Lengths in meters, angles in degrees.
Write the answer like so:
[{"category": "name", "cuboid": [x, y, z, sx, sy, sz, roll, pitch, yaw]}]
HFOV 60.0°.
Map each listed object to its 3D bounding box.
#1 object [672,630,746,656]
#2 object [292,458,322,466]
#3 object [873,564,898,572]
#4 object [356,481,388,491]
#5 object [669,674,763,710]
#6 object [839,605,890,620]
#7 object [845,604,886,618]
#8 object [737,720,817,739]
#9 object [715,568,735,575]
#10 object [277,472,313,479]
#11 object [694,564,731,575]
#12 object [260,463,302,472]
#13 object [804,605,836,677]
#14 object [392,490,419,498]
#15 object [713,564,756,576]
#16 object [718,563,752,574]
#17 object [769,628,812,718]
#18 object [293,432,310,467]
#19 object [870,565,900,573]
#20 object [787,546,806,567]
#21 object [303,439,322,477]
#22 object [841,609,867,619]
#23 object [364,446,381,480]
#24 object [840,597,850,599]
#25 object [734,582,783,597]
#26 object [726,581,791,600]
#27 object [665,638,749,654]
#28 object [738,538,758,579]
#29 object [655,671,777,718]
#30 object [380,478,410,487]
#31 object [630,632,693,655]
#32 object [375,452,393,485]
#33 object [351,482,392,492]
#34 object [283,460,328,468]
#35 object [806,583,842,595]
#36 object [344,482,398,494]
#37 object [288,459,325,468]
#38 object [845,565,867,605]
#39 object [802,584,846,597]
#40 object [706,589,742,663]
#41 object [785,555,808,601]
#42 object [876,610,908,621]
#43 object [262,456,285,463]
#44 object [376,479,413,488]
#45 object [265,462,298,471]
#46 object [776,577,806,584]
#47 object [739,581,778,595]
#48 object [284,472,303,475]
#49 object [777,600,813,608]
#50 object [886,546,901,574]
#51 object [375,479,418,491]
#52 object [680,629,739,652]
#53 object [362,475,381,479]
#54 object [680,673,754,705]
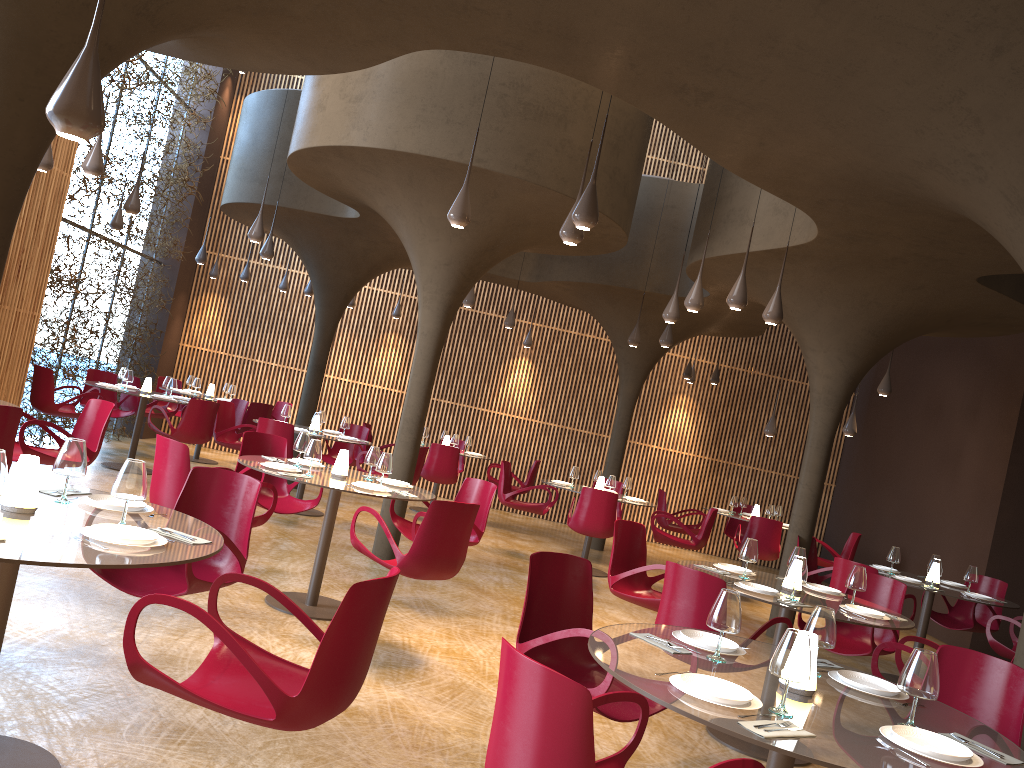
[{"category": "object", "cuboid": [0.881, 1.165, 3.974, 0.331, 0.014, 0.332, 12, -2, 17]}, {"category": "object", "cuboid": [-1.829, 0.701, 7.896, 0.264, 0.029, 0.262, 13, -2, -31]}, {"category": "object", "cuboid": [4.187, 2.073, 9.955, 0.262, 0.029, 0.264, 11, -2, 27]}, {"category": "object", "cuboid": [-1.127, 0.827, 7.134, 0.264, 0.029, 0.262, 14, -2, -37]}, {"category": "object", "cuboid": [0.726, 1.104, 3.169, 0.332, 0.014, 0.331, 13, -2, -19]}, {"category": "object", "cuboid": [2.411, 1.567, 6.064, 0.331, 0.014, 0.332, 11, -2, 23]}, {"category": "object", "cuboid": [2.413, 1.557, 6.064, 0.262, 0.029, 0.263, 12, -2, 20]}, {"category": "object", "cuboid": [0.867, 1.133, 2.904, 0.262, 0.017, 0.126, 13, -2, -32]}, {"category": "object", "cuboid": [1.729, 1.448, 6.885, 0.204, 0.012, 0.412, 11, -2, 40]}, {"category": "object", "cuboid": [-1.693, 0.714, 6.907, 0.262, 0.017, 0.126, 14, -2, -39]}, {"category": "object", "cuboid": [1.508, 1.399, 6.676, 0.261, 0.017, 0.127, 10, -3, 44]}, {"category": "object", "cuboid": [-1.864, 0.678, 7.153, 0.333, 0.014, 0.331, 14, -2, -39]}, {"category": "object", "cuboid": [1.339, 1.120, 3.872, 0.142, 0.295, 0.141, 12, -1, -18]}, {"category": "object", "cuboid": [-0.875, 0.904, 7.286, 0.127, 0.017, 0.261, 13, -2, -33]}, {"category": "object", "cuboid": [1.727, 1.446, 6.881, 0.331, 0.014, 0.332, 12, -2, 6]}, {"category": "object", "cuboid": [1.729, 1.437, 6.881, 0.262, 0.029, 0.264, 11, -2, 35]}, {"category": "object", "cuboid": [0.979, 1.017, 3.129, 0.142, 0.295, 0.142, 12, -1, 12]}, {"category": "object", "cuboid": [-1.822, 0.564, 7.665, 0.141, 0.295, 0.142, 12, -1, 40]}, {"category": "object", "cuboid": [4.185, 2.083, 9.955, 0.332, 0.014, 0.331, 13, -2, -18]}, {"category": "object", "cuboid": [2.194, 1.406, 6.841, 0.141, 0.295, 0.142, 12, -1, 30]}, {"category": "object", "cuboid": [-1.607, 0.593, 7.140, 0.142, 0.295, 0.142, 12, -1, -6]}, {"category": "object", "cuboid": [2.408, 1.567, 6.060, 0.204, 0.012, 0.412, 10, -3, 44]}, {"category": "object", "cuboid": [-1.232, 0.697, 7.808, 0.142, 0.295, 0.142, 12, -1, 12]}, {"category": "object", "cuboid": [2.395, 1.590, 6.813, 0.205, 0.012, 0.409, 14, -2, -40]}, {"category": "object", "cuboid": [1.684, 1.409, 6.061, 0.332, 0.014, 0.332, 12, -2, -5]}, {"category": "object", "cuboid": [1.680, 1.410, 6.064, 0.205, 0.012, 0.409, 14, -3, -44]}, {"category": "object", "cuboid": [0.884, 1.167, 3.977, 0.412, 0.012, 0.204, 14, -3, -42]}, {"category": "object", "cuboid": [1.771, 1.308, 6.649, 0.142, 0.295, 0.141, 13, -1, -36]}, {"category": "object", "cuboid": [0.723, 1.105, 3.172, 0.205, 0.012, 0.409, 14, -2, -36]}, {"category": "object", "cuboid": [-1.031, 0.871, 7.810, 0.262, 0.029, 0.264, 10, -3, 44]}, {"category": "object", "cuboid": [0.636, 1.113, 3.802, 0.127, 0.017, 0.261, 14, -2, -38]}, {"category": "object", "cuboid": [-1.065, 0.718, 7.365, 0.141, 0.295, 0.142, 12, -1, 44]}, {"category": "object", "cuboid": [-1.129, 0.836, 7.134, 0.331, 0.014, 0.332, 12, -2, 18]}, {"category": "object", "cuboid": [-1.829, 0.712, 7.899, 0.412, 0.012, 0.204, 14, -3, -42]}, {"category": "object", "cuboid": [2.394, 1.579, 6.816, 0.263, 0.029, 0.263, 12, -2, -4]}, {"category": "object", "cuboid": [-1.132, 0.837, 7.131, 0.412, 0.012, 0.204, 14, -2, -38]}, {"category": "object", "cuboid": [-1.831, 0.710, 7.896, 0.331, 0.014, 0.332, 12, -2, 14]}, {"category": "object", "cuboid": [2.442, 1.441, 6.298, 0.141, 0.295, 0.142, 12, -1, 25]}, {"category": "object", "cuboid": [2.392, 1.588, 6.816, 0.332, 0.014, 0.332, 12, -2, 2]}, {"category": "object", "cuboid": [0.893, 1.019, 3.742, 0.142, 0.295, 0.142, 12, -1, 6]}, {"category": "object", "cuboid": [1.940, 1.325, 6.053, 0.142, 0.295, 0.142, 12, -1, -7]}, {"category": "object", "cuboid": [2.641, 1.630, 6.252, 0.127, 0.017, 0.261, 14, -3, -42]}, {"category": "object", "cuboid": [-2.078, 0.658, 7.727, 0.127, 0.017, 0.261, 14, -2, -37]}, {"category": "object", "cuboid": [-1.033, 0.880, 7.810, 0.331, 0.014, 0.332, 11, -2, 21]}, {"category": "object", "cuboid": [-1.862, 0.669, 7.153, 0.264, 0.029, 0.262, 13, -2, -29]}, {"category": "object", "cuboid": [2.229, 1.569, 7.069, 0.262, 0.017, 0.126, 14, -2, -36]}, {"category": "object", "cuboid": [1.686, 1.400, 6.061, 0.262, 0.029, 0.264, 11, -2, 34]}, {"category": "object", "cuboid": [-1.867, 0.679, 7.156, 0.205, 0.012, 0.409, 14, -3, -43]}, {"category": "object", "cuboid": [1.860, 1.447, 5.819, 0.262, 0.017, 0.126, 14, -2, -40]}, {"category": "object", "cuboid": [4.183, 1.934, 9.725, 0.141, 0.295, 0.142, 12, -1, 32]}, {"category": "object", "cuboid": [-1.030, 0.882, 7.807, 0.409, 0.012, 0.205, 10, -3, 43]}, {"category": "object", "cuboid": [0.883, 1.155, 3.974, 0.264, 0.029, 0.262, 13, -2, -31]}, {"category": "object", "cuboid": [-1.224, 0.854, 8.042, 0.262, 0.017, 0.126, 14, -3, -43]}, {"category": "object", "cuboid": [0.728, 1.095, 3.169, 0.262, 0.029, 0.264, 11, -2, 26]}]
